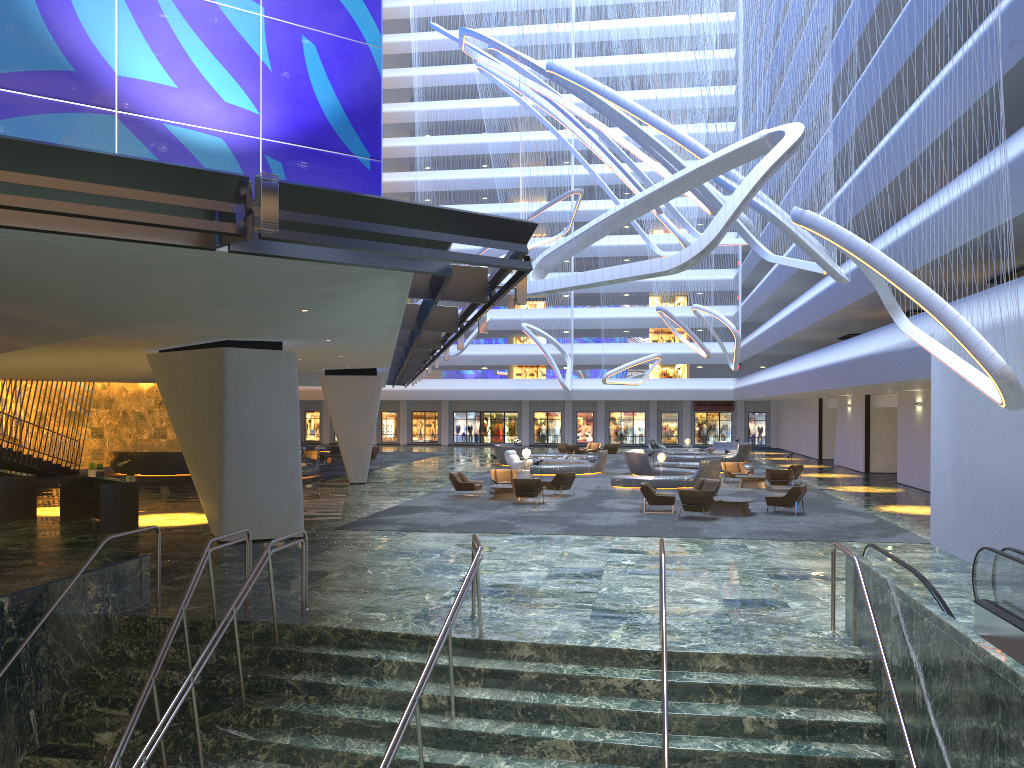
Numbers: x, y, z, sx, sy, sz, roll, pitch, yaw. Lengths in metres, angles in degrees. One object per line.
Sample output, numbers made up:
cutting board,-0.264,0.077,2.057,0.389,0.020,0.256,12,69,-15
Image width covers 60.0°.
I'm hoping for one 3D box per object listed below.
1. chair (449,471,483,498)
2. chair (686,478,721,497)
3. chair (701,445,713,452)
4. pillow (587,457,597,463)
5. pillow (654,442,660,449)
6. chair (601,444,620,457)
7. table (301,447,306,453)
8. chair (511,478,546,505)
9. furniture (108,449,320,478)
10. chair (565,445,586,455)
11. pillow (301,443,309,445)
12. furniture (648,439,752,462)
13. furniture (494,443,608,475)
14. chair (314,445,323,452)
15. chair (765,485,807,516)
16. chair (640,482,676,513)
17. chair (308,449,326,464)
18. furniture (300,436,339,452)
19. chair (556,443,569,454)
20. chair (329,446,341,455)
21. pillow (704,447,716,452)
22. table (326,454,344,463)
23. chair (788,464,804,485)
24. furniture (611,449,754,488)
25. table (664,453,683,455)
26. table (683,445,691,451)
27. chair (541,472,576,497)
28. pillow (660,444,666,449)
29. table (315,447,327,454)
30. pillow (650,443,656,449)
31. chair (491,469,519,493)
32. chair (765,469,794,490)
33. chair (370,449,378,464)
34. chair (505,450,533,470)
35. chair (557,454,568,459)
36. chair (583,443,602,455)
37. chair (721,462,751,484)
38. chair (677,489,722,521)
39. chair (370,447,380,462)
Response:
chair,-1.456,3.163,27.892,0.938,0.767,0.929,0,-1,17
chair,5.378,3.098,25.145,0.939,0.767,0.929,1,-1,-29
chair,11.431,3.870,50.841,0.939,0.767,0.929,-1,-1,42
pillow,3.722,3.320,38.781,0.692,0.262,0.877,0,-2,17
pillow,8.736,3.689,53.217,0.315,0.386,0.785,0,-1,24
chair,5.722,3.874,51.447,0.929,0.767,0.939,0,-1,-13
table,-13.178,4.119,55.226,0.671,0.406,0.673,1,-1,-37
chair,0.460,3.106,25.817,0.929,0.767,0.939,0,-1,15
furniture,-12.580,3.282,37.369,9.926,0.969,5.187,-1,-2,26
chair,3.549,3.830,50.139,0.939,0.767,0.929,1,-1,-40
pillow,-13.417,3.891,57.387,0.443,0.207,0.445,0,-1,-5
furniture,10.420,3.704,49.861,5.185,0.969,9.930,0,-2,5
furniture,1.666,3.445,41.757,5.185,0.969,9.930,0,-2,1
chair,-12.084,4.080,55.406,0.586,0.501,0.491,0,-1,25
chair,7.255,3.053,23.439,0.939,0.767,0.929,0,-1,33
chair,3.925,3.056,23.822,0.938,0.767,0.929,0,-1,11
chair,-9.815,3.626,44.301,0.939,0.767,0.929,0,-1,-20
furniture,-14.112,3.745,53.214,5.185,0.969,9.930,-1,-2,26
chair,3.177,3.912,52.939,0.929,0.767,0.939,1,-1,-38
chair,-9.215,3.709,47.061,0.929,0.767,0.939,0,-1,-18
pillow,11.072,3.654,49.525,0.692,0.262,0.877,1,-2,-29
table,-8.985,3.845,45.533,1.203,0.392,1.203,1,-2,-27
chair,10.122,3.326,32.482,0.939,0.767,0.929,-1,-1,42
furniture,6.321,3.267,35.283,5.185,0.969,9.930,-1,-2,26
table,8.720,3.968,48.269,1.203,0.392,1.203,0,-2,9
table,10.661,4.021,53.789,0.418,0.595,0.427,0,0,-37
chair,1.484,3.177,28.138,0.939,0.767,0.929,-1,-1,42
pillow,8.985,3.788,53.474,0.684,0.280,0.874,1,-2,-44
table,-11.785,4.105,54.626,0.673,0.406,0.671,0,-1,-4
pillow,8.525,3.712,53.215,0.295,0.369,0.769,0,-1,22
chair,-0.231,3.201,29.097,0.929,0.767,0.939,0,-1,-8
chair,9.098,3.255,30.161,0.929,0.767,0.939,0,-1,15
chair,-7.327,3.647,44.794,0.929,0.767,0.939,0,-1,7
chair,0.312,3.481,40.493,1.157,0.882,0.729,0,-1,28
chair,2.043,3.787,44.316,1.785,0.501,0.585,1,-1,-27
chair,4.872,3.924,53.219,0.929,0.767,0.939,0,-1,28
chair,8.407,3.350,33.440,0.929,0.767,0.939,0,-1,-8
chair,4.680,3.012,22.279,0.929,0.767,0.939,-1,-1,36
chair,-7.525,3.704,46.748,0.939,0.767,0.929,1,-1,-43
